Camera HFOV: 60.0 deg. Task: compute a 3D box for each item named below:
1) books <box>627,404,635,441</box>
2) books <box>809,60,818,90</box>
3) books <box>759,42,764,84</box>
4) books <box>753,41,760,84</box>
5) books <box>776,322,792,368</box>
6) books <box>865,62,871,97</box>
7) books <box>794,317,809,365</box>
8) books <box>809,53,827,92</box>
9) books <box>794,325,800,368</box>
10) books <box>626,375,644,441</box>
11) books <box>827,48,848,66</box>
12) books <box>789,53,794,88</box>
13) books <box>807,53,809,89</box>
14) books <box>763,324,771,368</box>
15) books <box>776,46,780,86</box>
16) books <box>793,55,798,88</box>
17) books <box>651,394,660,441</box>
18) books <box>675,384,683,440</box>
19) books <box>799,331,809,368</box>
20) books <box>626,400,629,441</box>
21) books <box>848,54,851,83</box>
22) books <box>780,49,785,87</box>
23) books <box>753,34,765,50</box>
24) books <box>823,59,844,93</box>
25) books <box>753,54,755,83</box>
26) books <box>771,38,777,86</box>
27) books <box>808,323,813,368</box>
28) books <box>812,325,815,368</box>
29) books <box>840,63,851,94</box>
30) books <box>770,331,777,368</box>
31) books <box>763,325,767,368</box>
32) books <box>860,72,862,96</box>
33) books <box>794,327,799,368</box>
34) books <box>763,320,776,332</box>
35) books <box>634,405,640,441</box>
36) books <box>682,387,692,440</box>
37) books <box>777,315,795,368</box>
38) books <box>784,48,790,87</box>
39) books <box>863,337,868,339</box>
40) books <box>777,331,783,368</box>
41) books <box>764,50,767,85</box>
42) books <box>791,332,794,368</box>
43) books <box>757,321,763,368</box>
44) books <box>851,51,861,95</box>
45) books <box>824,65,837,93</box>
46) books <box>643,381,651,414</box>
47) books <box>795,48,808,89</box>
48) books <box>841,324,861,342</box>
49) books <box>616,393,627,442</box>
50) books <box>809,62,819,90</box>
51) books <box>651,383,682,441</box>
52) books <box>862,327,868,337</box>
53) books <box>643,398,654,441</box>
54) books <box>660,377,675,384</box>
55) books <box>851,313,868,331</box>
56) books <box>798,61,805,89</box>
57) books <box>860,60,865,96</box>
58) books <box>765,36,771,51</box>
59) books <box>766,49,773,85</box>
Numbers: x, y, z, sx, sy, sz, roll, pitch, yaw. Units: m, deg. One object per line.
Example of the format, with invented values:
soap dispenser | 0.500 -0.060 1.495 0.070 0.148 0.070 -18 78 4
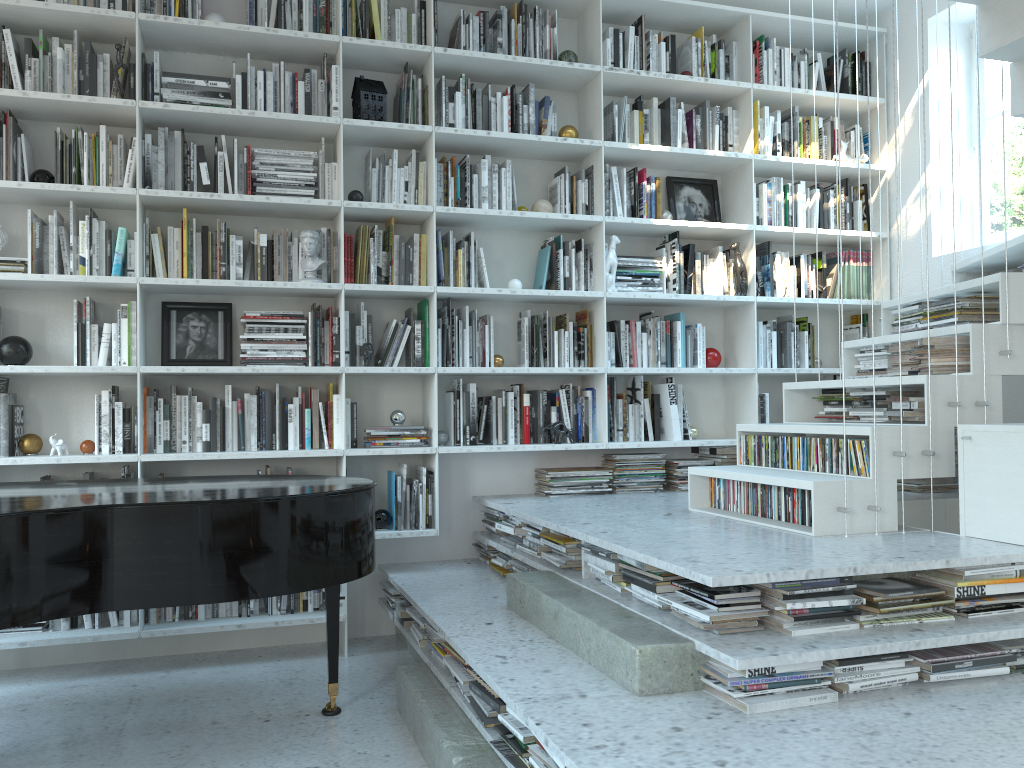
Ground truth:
books | 0.587 0.199 4.555 0.030 0.188 0.140 0 -1 -18
books | 1.660 -1.663 4.943 0.010 0.235 0.131 0 -1 -18
books | 1.308 -1.680 4.797 0.012 0.269 0.184 0 -1 -18
books | 1.292 -1.688 4.805 0.013 0.286 0.150 0 -1 -18
books | 1.449 -0.201 4.808 0.027 0.248 0.184 0 -1 -18
books | 1.950 -1.666 5.002 0.025 0.237 0.187 0 -1 -18
books | 1.572 -0.219 4.867 0.011 0.284 0.161 0 -1 -18
books | 1.693 -1.684 4.950 0.069 0.277 0.132 0 -1 -18
books | 1.529 -0.197 4.873 0.027 0.242 0.131 0 -1 -18
books | 0.633 0.126 4.561 0.014 0.333 0.168 0 -1 -18
books | 1.832 -1.703 4.988 0.014 0.313 0.161 0 -1 -18
books | 1.494 -1.670 4.883 0.027 0.249 0.154 0 -1 -18
books | 1.597 -1.677 4.913 0.015 0.263 0.143 0 -1 -18
books | 1.346 -0.197 4.795 0.022 0.242 0.151 0 -1 -18
books | 1.411 -1.683 4.852 0.027 0.275 0.148 0 -1 -18
books | 1.522 -1.664 4.883 0.025 0.237 0.143 0 -1 -18
books | 0.713 0.172 4.588 0.031 0.239 0.171 0 -1 -18
books | 0.840 0.148 4.621 0.025 0.287 0.160 0 -1 -18
books | 1.560 -0.179 4.853 0.021 0.205 0.174 0 -1 -18
books | 0.561 0.188 4.546 0.025 0.210 0.137 0 -1 -18
books | 1.863 -1.692 5.002 0.012 0.292 0.140 0 -1 -18
books | 1.435 -1.675 4.855 0.022 0.259 0.163 0 -1 -18
books | 1.333 -1.710 4.832 0.014 0.331 0.143 0 -1 -18
books | 1.783 -1.670 4.969 0.068 0.247 0.160 0 -1 -18
books | 1.270 -1.656 4.813 0.025 0.223 0.136 0 -1 -18
books | 1.382 -1.698 4.833 0.012 0.306 0.184 0 -1 -18
books | 1.601 -0.203 4.887 0.012 0.254 0.161 0 -1 -18
books | 1.615 -0.196 4.887 0.013 0.240 0.166 0 -1 -18
books | 1.827 -1.655 4.962 0.012 0.216 0.192 0 -1 -18
books | 1.372 -0.177 4.797 0.029 0.201 0.172 0 -1 -18
books | 1.318 -0.194 4.785 0.037 0.236 0.153 0 -1 -18
books | 1.905 -1.638 4.997 0.036 0.183 0.161 0 -1 -18
books | 1.514 -0.191 4.851 0.014 0.230 0.172 0 -1 -18
books | 1.391 -0.209 4.824 0.024 0.267 0.133 0 -1 -18
books | 0.615 0.200 4.556 0.024 0.185 0.149 0 -1 -18
books | 0.879 0.155 4.644 0.062 0.274 0.148 0 -1 -18
books | 1.499 -0.224 4.853 0.013 0.297 0.141 0 -1 -18
books | 1.459 -1.677 4.864 0.029 0.264 0.179 0 -1 -18
books | 1.933 -0.168 4.983 0.028 0.181 0.167 0 -1 -18
books | 1.417 -0.180 4.824 0.025 0.208 0.149 0 -1 -18
books | 1.323 -1.660 4.805 0.022 0.229 0.175 0 -1 -18
books | 1.480 -0.176 4.846 0.027 0.201 0.164 0 -1 -18
books | 1.291 -0.202 4.769 0.024 0.252 0.175 0 -1 -18
books | 1.885 -1.690 4.977 0.014 0.286 0.189 0 -1 -18
books | 1.745 -1.643 4.939 0.024 0.193 0.186 0 -1 -18
books | 0.688 0.141 4.600 0.010 0.304 0.131 0 -1 -18
books | 1.583 -1.688 4.913 0.012 0.285 0.159 0 -1 -18
books | 1.911 -0.204 4.985 0.012 0.254 0.161 0 -1 -18
books | 0.545 0.171 4.529 0.015 0.243 0.156 0 -1 -18
books | 1.632 -1.652 4.920 0.057 0.212 0.163 0 -1 -18
books | 0.776 0.145 4.564 0.075 0.291 0.255 0 -1 -18
books | 1.952 -0.196 5.000 0.022 0.237 0.152 0 -1 -18
books | 0.666 0.184 4.569 0.052 0.217 0.184 0 -1 -18
books | 0.815 0.129 4.637 0.012 0.326 0.136 0 -1 -18
books | 1.965 -0.235 5.014 0.013 0.315 0.129 0 -1 -18
books | 1.559 -1.649 4.898 0.026 0.208 0.163 0 -1 -18
books | 1.927 -1.671 5.008 0.014 0.248 0.185 0 -1 -18
books | 1.366 -1.708 4.844 0.012 0.326 0.151 0 -1 -18
books | 1.355 -1.667 4.823 0.023 0.243 0.182 0 -1 -18
